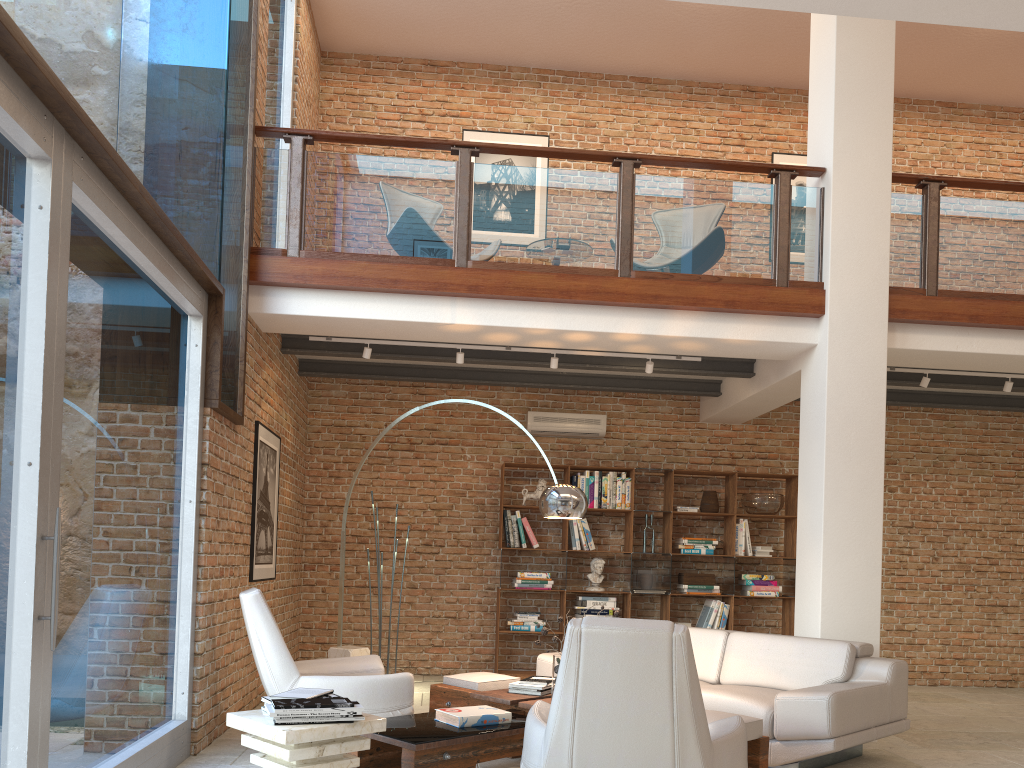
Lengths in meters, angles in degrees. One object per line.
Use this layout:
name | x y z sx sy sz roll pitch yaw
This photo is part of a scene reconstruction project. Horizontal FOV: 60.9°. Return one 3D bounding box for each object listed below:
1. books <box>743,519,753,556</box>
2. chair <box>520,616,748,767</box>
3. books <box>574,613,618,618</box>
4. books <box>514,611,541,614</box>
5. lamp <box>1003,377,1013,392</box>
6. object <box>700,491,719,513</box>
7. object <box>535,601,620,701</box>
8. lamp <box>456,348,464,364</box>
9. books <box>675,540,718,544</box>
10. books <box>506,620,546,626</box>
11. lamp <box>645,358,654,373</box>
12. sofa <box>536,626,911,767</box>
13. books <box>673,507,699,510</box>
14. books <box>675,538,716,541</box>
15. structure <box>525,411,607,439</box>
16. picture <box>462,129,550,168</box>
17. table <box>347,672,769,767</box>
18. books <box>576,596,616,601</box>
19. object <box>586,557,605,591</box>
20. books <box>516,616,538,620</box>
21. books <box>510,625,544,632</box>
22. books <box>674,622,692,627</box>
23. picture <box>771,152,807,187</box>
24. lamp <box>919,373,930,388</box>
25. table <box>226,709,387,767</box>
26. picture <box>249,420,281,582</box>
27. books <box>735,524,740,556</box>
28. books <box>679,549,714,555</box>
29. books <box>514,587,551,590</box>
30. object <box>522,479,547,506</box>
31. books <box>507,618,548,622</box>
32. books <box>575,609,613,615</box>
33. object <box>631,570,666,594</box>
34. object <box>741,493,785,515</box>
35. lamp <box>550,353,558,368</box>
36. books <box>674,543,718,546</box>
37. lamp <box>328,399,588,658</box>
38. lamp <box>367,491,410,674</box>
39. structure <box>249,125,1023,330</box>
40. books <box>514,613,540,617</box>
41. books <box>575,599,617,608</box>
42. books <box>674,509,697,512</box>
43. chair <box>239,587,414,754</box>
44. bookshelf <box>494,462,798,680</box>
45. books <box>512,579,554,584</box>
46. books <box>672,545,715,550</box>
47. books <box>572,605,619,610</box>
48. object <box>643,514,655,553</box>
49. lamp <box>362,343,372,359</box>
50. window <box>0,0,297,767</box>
books | 2.413 1.598 9.056 0.101 0.378 0.247 2 -4 -5
chair | 0.500 1.474 3.699 1.027 1.000 0.988 1 -6 12
books | 0.855 2.377 8.883 0.381 0.063 0.248 6 -11 -18
books | 0.157 2.317 8.839 0.252 0.017 0.165 3 -11 -5
lamp | 4.112 0.013 7.225 0.061 0.127 0.087 2 -4 -3
object | 2.030 1.215 8.952 0.194 0.229 0.196 -3 -7 43
object | 0.424 1.570 5.120 0.546 0.598 0.318 6 -5 -34
lamp | -0.406 -0.218 6.841 0.061 0.119 0.087 2 -5 -3
books | 1.894 1.629 8.979 0.380 0.036 0.249 4 -12 -11
books | 0.136 2.421 8.836 0.380 0.036 0.249 3 -11 -5
lamp | 1.101 -0.143 6.979 0.061 0.114 0.096 2 -5 2
sofa | 1.371 2.102 6.062 1.158 0.743 2.346 10 -13 -44
books | 1.774 1.276 8.939 0.237 0.018 0.174 4 -12 -12
books | 1.892 1.605 8.999 0.356 0.020 0.277 3 -12 -6
structure | 0.556 0.425 9.017 0.813 0.216 0.203 3 -6 -5
picture | -0.080 -2.032 9.087 0.914 1.180 0.027 2 -1 -5
table | 0.044 1.990 4.926 1.995 0.422 2.222 12 -15 -43
books | 0.853 2.189 8.900 0.380 0.036 0.249 3 -11 -5
object | 0.856 1.941 8.894 0.196 0.345 0.196 1 -4 11
books | 0.151 2.371 8.851 0.206 0.033 0.135 3 -11 -5
books | 0.156 2.466 8.828 0.326 0.054 0.260 1 -11 5
books | 1.749 2.475 8.985 0.132 0.033 0.210 4 -11 -9
picture | 3.221 -1.867 9.367 0.914 1.180 0.027 2 -1 -5
lamp | 3.393 -0.024 7.161 0.060 0.127 0.086 4 -5 -35
table | -0.902 1.693 3.793 0.500 0.496 0.498 8 -9 -44
picture | -1.925 0.948 6.821 0.027 1.177 0.926 2 -5 -4
books | 2.284 1.615 9.023 0.055 0.324 0.258 2 -5 -5
books | 1.894 1.731 8.988 0.326 0.054 0.260 1 -11 5
books | 0.203 2.070 8.841 0.356 0.020 0.277 3 -11 -5
object | 0.225 1.094 8.807 0.251 0.279 0.132 2 -3 3
books | 0.154 2.392 8.828 0.380 0.018 0.249 4 -12 -12
books | 0.830 2.314 8.870 0.327 0.054 0.259 4 -11 -10
object | 1.379 2.018 8.911 0.336 0.229 0.289 3 -7 -5
object | 2.597 1.258 9.043 0.440 0.215 0.442 -5 -12 36
lamp | 0.335 -0.177 6.904 0.061 0.127 0.087 2 -4 -3
books | 1.891 1.658 8.987 0.380 0.018 0.249 4 -12 -12
lamp | -0.409 1.267 6.109 2.035 2.317 0.322 -2 -3 32
lamp | -1.174 1.901 8.055 0.420 1.795 0.200 3 -2 -35
structure | 3.336 -0.271 2.398 10.160 4.066 14.127 3 -11 -5
books | 0.146 2.346 8.858 0.237 0.018 0.174 4 -12 -12
books | 0.855 2.241 8.904 0.380 0.063 0.249 4 -11 -10
books | 1.779 1.301 8.932 0.206 0.033 0.135 3 -11 -5
chair | -1.171 1.752 5.334 0.987 0.983 1.040 4 -7 -20
bookshelf | 1.379 1.974 8.929 3.035 2.171 0.368 3 -1 -5
books | 0.208 2.003 8.829 0.380 0.036 0.249 4 -12 -11
books | 1.874 1.686 8.995 0.380 0.036 0.249 3 -11 -5
books | 0.847 2.279 8.884 0.445 0.020 0.277 3 -11 -5
object | 1.398 1.528 8.900 0.121 0.393 0.062 2 -1 -2
lamp | -1.126 -0.250 6.777 0.060 0.127 0.086 4 -5 -35
window | -1.725 -1.724 1.471 0.648 6.278 12.571 2 -9 -4
